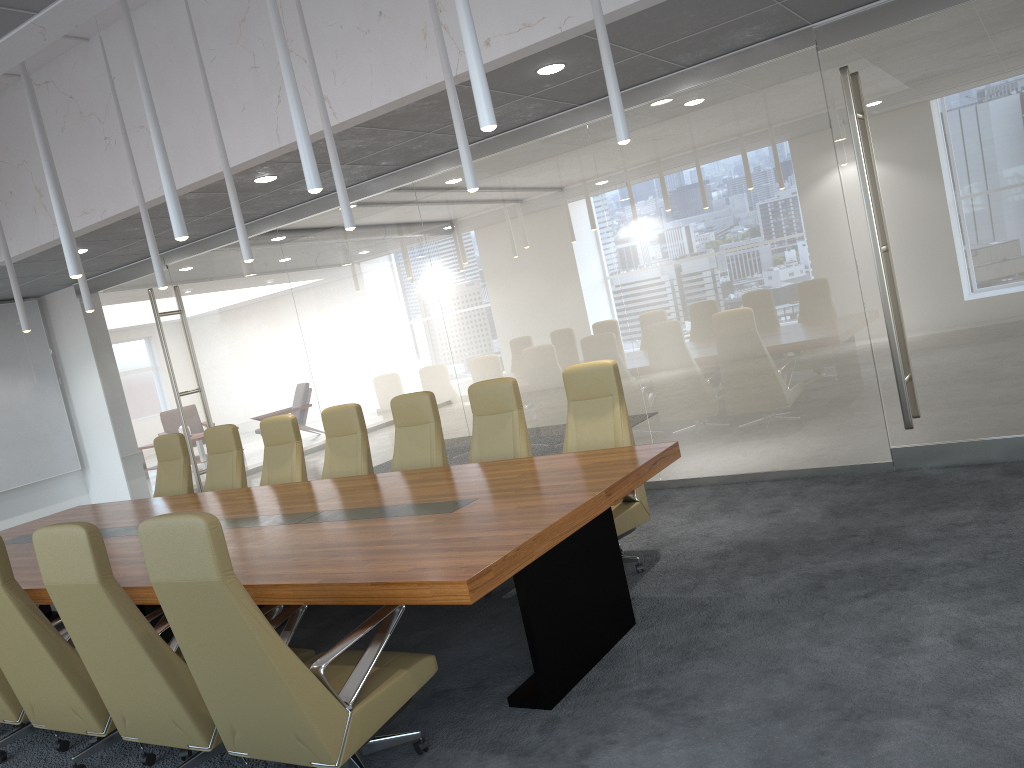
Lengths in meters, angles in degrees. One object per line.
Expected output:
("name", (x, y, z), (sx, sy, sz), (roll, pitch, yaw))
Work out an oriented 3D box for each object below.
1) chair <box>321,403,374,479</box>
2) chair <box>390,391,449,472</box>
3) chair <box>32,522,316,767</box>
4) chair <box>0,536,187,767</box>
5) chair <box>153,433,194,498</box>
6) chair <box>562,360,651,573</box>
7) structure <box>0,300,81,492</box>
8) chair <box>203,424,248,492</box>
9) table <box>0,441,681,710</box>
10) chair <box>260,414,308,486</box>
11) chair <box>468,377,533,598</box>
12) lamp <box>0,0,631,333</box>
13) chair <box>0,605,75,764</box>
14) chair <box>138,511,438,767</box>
("chair", (-1.560, 0.946, 7.327), (0.711, 1.406, 0.955), (-9, 6, 33))
("chair", (-0.897, 0.838, 6.891), (0.711, 1.406, 0.955), (-9, 6, 33))
("chair", (-1.579, 1.211, 4.278), (0.711, 1.406, 0.955), (-9, 6, 33))
("chair", (-2.248, 1.320, 4.719), (0.711, 1.406, 0.955), (-9, 6, 33))
("chair", (-3.550, 1.271, 8.636), (0.711, 1.406, 0.955), (-9, 6, 33))
("chair", (0.471, 0.607, 6.072), (0.711, 1.406, 0.955), (-9, 6, 33))
("structure", (-2.529, -0.288, 6.156), (13.989, 2.466, 6.600), (-9, 6, 33))
("chair", (-2.887, 1.163, 8.201), (0.711, 1.406, 0.955), (-9, 6, 33))
("table", (-2.178, 1.435, 6.254), (6.500, 0.895, 2.300), (-9, 6, 33))
("chair", (-2.218, 1.053, 7.760), (0.711, 1.406, 0.955), (-9, 6, 33))
("chair", (-0.238, 0.730, 6.458), (0.711, 1.406, 0.955), (-9, 6, 33))
("lamp", (-2.897, -1.836, 5.975), (7.258, 2.378, 2.619), (-9, 6, 33))
("chair", (-2.914, 1.429, 5.157), (0.711, 1.406, 0.955), (-9, 6, 33))
("chair", (-0.929, 1.104, 3.851), (0.711, 1.406, 0.955), (-9, 6, 33))
